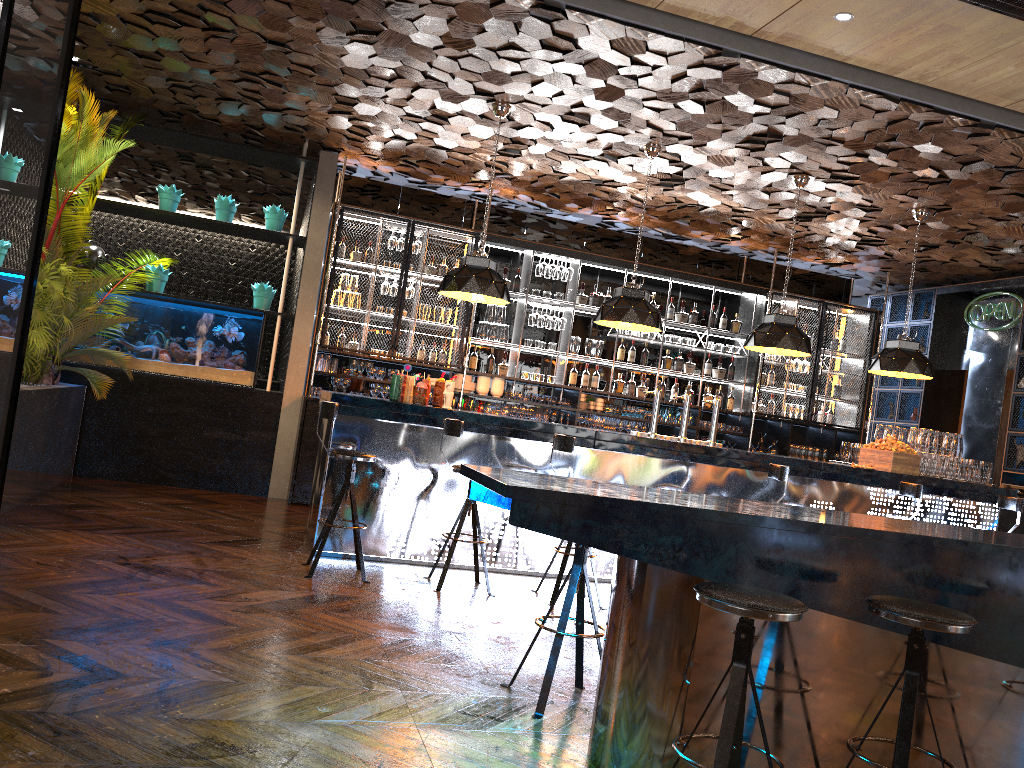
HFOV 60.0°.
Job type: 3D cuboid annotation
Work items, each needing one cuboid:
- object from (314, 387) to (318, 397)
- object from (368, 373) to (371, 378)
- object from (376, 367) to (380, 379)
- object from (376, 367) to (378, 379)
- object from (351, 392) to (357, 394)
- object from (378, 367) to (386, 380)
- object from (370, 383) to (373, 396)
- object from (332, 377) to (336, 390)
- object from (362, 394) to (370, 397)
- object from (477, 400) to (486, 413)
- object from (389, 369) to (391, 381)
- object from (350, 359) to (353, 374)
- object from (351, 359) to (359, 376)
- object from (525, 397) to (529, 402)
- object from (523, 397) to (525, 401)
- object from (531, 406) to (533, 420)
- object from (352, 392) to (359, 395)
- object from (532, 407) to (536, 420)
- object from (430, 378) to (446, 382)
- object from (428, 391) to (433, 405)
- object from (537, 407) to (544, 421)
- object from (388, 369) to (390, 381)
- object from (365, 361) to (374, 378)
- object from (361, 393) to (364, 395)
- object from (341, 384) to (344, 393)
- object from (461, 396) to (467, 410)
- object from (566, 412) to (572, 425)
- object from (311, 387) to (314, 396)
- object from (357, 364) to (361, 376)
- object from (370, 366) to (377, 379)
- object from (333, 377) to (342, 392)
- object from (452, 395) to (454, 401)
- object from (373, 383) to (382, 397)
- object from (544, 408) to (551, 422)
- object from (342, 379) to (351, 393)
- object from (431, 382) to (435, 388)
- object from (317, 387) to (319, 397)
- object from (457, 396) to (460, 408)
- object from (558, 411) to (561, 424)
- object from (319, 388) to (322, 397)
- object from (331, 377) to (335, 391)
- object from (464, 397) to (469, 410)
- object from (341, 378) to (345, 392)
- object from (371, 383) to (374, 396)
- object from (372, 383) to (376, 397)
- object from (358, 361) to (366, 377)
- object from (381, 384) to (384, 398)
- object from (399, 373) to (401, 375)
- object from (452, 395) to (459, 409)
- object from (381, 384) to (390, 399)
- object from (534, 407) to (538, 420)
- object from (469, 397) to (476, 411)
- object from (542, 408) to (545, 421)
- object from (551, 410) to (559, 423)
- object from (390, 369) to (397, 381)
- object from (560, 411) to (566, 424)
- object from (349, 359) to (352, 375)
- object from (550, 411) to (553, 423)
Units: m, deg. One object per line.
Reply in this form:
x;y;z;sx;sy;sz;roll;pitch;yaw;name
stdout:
-2.026;0.084;9.169;0.033;0.101;0.033;8;-2;9;object
-1.508;-0.122;9.525;0.081;0.132;0.081;10;-2;-44;object
-1.411;-0.110;9.471;0.081;0.132;0.081;10;-2;-44;object
-1.442;-0.111;9.596;0.081;0.132;0.081;10;-2;-44;object
-1.670;0.138;9.380;0.093;0.101;0.093;7;-2;35;object
-1.375;-0.108;9.356;0.081;0.132;0.081;10;-2;-44;object
-1.497;0.104;9.579;0.077;0.229;0.088;10;-2;-41;object
-1.856;0.046;9.334;0.091;0.227;0.091;8;-2;24;object
-1.538;0.155;9.308;0.093;0.101;0.093;7;-2;37;object
-0.339;0.283;9.655;0.082;0.213;0.082;8;-2;14;object
-1.282;-0.090;9.460;0.074;0.131;0.074;8;-2;-3;object
-1.682;-0.170;9.375;0.087;0.170;0.087;7;-2;35;object
-1.650;-0.169;9.261;0.087;0.170;0.087;7;-2;35;object
0.161;0.171;9.816;0.049;0.048;0.044;7;-2;27;object
0.144;0.170;9.870;0.044;0.048;0.049;8;-2;17;object
0.229;0.371;10.105;0.071;0.226;0.071;10;-2;-44;object
-1.642;0.139;9.278;0.093;0.101;0.093;7;-2;43;object
0.259;0.373;10.032;0.071;0.226;0.071;10;-2;-44;object
-0.815;-0.026;9.568;0.211;0.060;0.209;7;-2;29;object
-0.948;0.185;9.561;0.376;0.227;0.186;9;-2;-17;object
0.304;0.375;9.860;0.071;0.226;0.071;10;-2;-44;object
-1.306;-0.091;9.543;0.074;0.131;0.074;8;-2;-3;object
-1.503;-0.147;9.291;0.087;0.170;0.087;7;-2;35;object
-1.572;0.152;9.408;0.093;0.101;0.093;8;-2;5;object
-1.793;0.059;9.467;0.091;0.227;0.091;7;-2;37;object
-0.538;0.245;9.629;0.073;0.229;0.073;9;-2;-27;object
0.624;0.429;9.957;0.071;0.217;0.071;8;-2;-7;object
-2.072;0.078;9.186;0.028;0.097;0.028;9;-2;-26;object
-1.625;-0.159;9.502;0.087;0.170;0.087;7;-2;35;object
-1.468;-0.120;9.383;0.081;0.132;0.081;10;-2;-44;object
-1.829;0.047;9.229;0.091;0.227;0.091;7;-2;37;object
-0.672;0.224;9.571;0.073;0.229;0.073;9;-2;-27;object
-1.425;0.108;9.324;0.088;0.229;0.077;8;-2;-2;object
0.384;0.386;9.842;0.071;0.226;0.071;10;-2;-44;object
-1.740;0.061;9.252;0.091;0.227;0.091;8;-2;7;object
-0.822;0.014;9.567;0.209;0.060;0.211;7;-2;34;object
-2.053;0.087;9.416;0.031;0.098;0.031;7;-2;31;object
-0.583;0.242;9.755;0.073;0.229;0.073;9;-2;-27;object
0.550;0.423;10.146;0.071;0.217;0.071;8;-2;-7;object
-1.992;0.090;9.197;0.031;0.098;0.031;8;-2;23;object
-1.899;0.043;9.462;0.091;0.227;0.091;9;-2;-12;object
-0.513;0.251;9.707;0.073;0.229;0.073;9;-2;-27;object
-1.765;0.060;9.353;0.091;0.227;0.091;7;-2;38;object
-1.474;0.105;9.490;0.077;0.229;0.088;8;-2;0;object
-1.448;0.107;9.412;0.077;0.229;0.088;7;-2;34;object
-1.586;-0.157;9.362;0.087;0.170;0.087;7;-2;35;object
-1.381;0.120;9.554;0.088;0.229;0.077;9;-2;-14;object
-1.206;-0.064;9.480;0.078;0.103;0.078;7;-2;27;object
-0.633;0.232;9.655;0.073;0.229;0.073;9;-2;-27;object
-1.351;0.121;9.435;0.088;0.229;0.077;9;-2;-16;object
0.280;0.374;9.941;0.071;0.226;0.071;10;-2;-44;object
-0.444;0.259;9.650;0.073;0.229;0.073;9;-2;-27;object
0.363;0.385;9.919;0.071;0.226;0.071;10;-2;-44;object
0.470;0.405;9.897;0.092;0.218;0.092;7;-2;35;object
-1.261;-0.089;9.375;0.074;0.131;0.074;8;-2;-3;object
0.554;0.419;9.978;0.071;0.217;0.071;8;-2;-7;object
-1.713;-0.172;9.489;0.087;0.170;0.087;7;-2;35;object
0.456;0.406;10.006;0.092;0.218;0.092;7;-2;35;object
